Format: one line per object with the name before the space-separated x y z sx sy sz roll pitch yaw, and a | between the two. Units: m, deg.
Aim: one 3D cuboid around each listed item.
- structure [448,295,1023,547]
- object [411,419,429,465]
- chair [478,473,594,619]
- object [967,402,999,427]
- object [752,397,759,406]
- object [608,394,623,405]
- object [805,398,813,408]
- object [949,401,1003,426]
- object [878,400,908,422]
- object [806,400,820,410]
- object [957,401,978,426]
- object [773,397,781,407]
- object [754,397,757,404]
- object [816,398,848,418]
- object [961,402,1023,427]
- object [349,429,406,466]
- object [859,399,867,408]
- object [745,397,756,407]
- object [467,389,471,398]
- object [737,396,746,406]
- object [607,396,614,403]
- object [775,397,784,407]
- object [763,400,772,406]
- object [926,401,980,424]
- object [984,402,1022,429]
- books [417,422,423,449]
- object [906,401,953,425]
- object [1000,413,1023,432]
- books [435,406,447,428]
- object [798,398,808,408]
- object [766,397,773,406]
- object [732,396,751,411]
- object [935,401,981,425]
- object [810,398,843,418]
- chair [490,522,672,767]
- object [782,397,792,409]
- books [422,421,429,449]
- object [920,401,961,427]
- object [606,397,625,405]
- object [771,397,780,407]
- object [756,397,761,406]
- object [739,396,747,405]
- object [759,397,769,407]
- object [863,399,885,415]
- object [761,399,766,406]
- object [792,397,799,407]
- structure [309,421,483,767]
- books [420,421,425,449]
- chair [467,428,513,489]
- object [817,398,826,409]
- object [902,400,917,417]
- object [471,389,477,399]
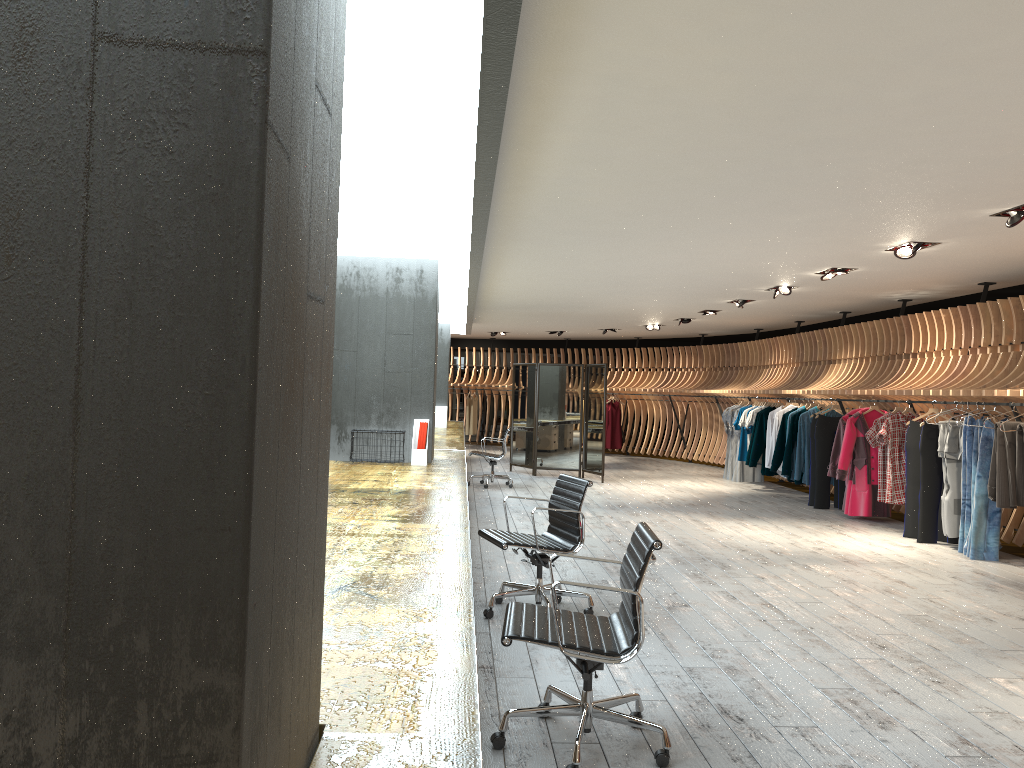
structure | -1.993 0.082 5.056 14.881 2.441 36.543 2 -1 -3
object | -0.790 0.499 7.645 0.129 0.383 0.239 2 -1 -3
chair | 0.136 1.015 5.592 0.667 0.860 0.693 2 -1 -27
object | 4.431 0.287 8.325 0.549 0.243 0.023 2 -1 -32
object | 4.052 0.352 14.647 0.523 0.289 0.015 2 -1 7
object | 2.293 0.339 20.298 0.525 0.270 0.012 2 -1 -3
object | 4.198 0.328 12.529 0.525 0.270 0.012 2 -1 -3
object | 4.432 0.286 8.432 0.549 0.243 0.023 2 -1 3
object | 4.341 0.309 9.938 0.525 0.270 0.012 2 -1 -3
object | 4.223 0.329 12.419 0.525 0.270 0.012 2 -1 -3
object | 4.418 0.285 8.589 0.549 0.243 0.023 2 -2 -42
object | 4.145 0.343 13.800 0.525 0.270 0.012 2 -1 -3
object | 4.083 0.348 14.784 0.525 0.270 0.012 2 -1 22
object | 4.247 0.323 11.616 0.525 0.270 0.012 2 -1 2
object | 4.457 0.293 8.205 0.548 0.256 0.023 2 -1 22
object | -1.143 0.538 7.567 0.459 0.290 0.329 2 -1 -5
object | 4.290 0.316 10.830 0.525 0.270 0.012 2 -1 -3
object | 4.069 0.349 15.090 0.525 0.270 0.012 2 -1 -18
object | -1.064 0.246 22.280 0.012 0.270 0.525 2 -1 12
object | 4.024 0.351 15.543 0.525 0.270 0.012 2 -1 12
object | 2.180 0.336 20.412 0.525 0.270 0.012 2 -2 -28
object | 4.138 0.341 13.672 0.525 0.270 0.012 2 -1 2
object | 4.103 0.340 14.237 0.525 0.270 0.012 2 -1 -18
object | 4.407 0.287 8.794 0.549 0.243 0.023 1 -1 33
object | 4.459 0.281 7.882 0.549 0.243 0.023 2 -1 -2
books | -0.798 0.505 7.651 0.048 0.368 0.215 2 -1 -3
object | 4.386 0.306 9.224 0.525 0.270 0.012 1 -2 37
object | 4.499 0.290 7.692 0.547 0.262 0.023 2 -1 -2
books | -1.219 0.563 15.134 0.215 0.368 0.073 2 -1 -3
object | 4.191 0.331 12.732 0.525 0.270 0.012 2 -1 2
object | 4.097 0.349 14.064 0.524 0.284 0.014 2 -1 7
object | 4.040 0.349 15.262 0.525 0.270 0.012 2 -1 12
object | 4.413 0.291 8.697 0.549 0.250 0.023 2 -1 -2
object | 4.247 0.325 11.797 0.525 0.270 0.012 2 -1 22
chair | 0.259 1.001 3.519 0.667 0.860 0.693 2 -1 -7
object | 4.162 0.331 13.299 0.525 0.270 0.012 2 -1 2
books | -0.754 0.507 7.653 0.048 0.368 0.215 2 -1 -3
object | 4.407 0.305 9.012 0.525 0.270 0.012 2 -1 -3
object | 2.355 0.340 20.218 0.525 0.270 0.012 2 -2 -28
object | 4.128 0.343 13.881 0.525 0.270 0.012 2 -1 -3
object | 4.086 0.345 14.543 0.525 0.270 0.012 2 -1 2
object | 4.025 0.350 15.398 0.525 0.270 0.012 2 -1 -13
object | 4.114 0.351 14.457 0.523 0.291 0.013 2 -1 -8
object | 4.326 0.315 10.586 0.525 0.270 0.012 2 -1 7
object | 4.110 0.352 14.352 0.524 0.285 0.013 2 -1 -8
object | 4.176 0.329 13.065 0.525 0.270 0.012 2 -1 -3
structure | -2.903 0.954 9.060 4.835 0.844 18.469 2 -1 -3
books | -0.776 0.506 7.652 0.048 0.368 0.215 2 -1 -3
chair | -0.325 1.067 12.999 0.667 0.860 0.693 2 -1 -7
object | 4.224 0.325 12.094 0.525 0.270 0.012 2 -1 7
object | 4.346 0.315 9.724 0.524 0.286 0.015 2 -1 -18
object | -0.934 0.251 22.270 0.012 0.270 0.525 1 -1 17
